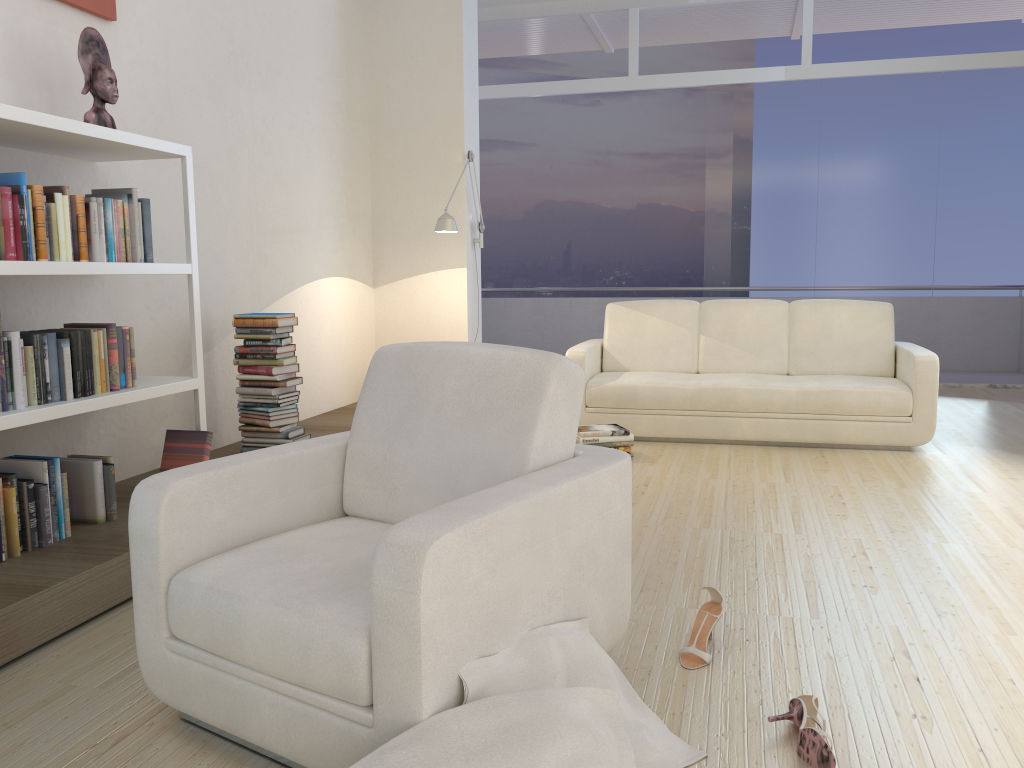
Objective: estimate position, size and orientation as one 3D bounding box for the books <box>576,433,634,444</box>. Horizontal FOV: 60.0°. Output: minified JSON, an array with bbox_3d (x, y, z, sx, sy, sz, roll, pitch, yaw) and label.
[{"bbox_3d":[0.503,0.297,5.082,0.319,0.038,0.247,-2,7,-14],"label":"books"}]

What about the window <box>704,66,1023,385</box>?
[{"bbox_3d":[3.253,-1.367,7.942,2.988,2.706,0.012,1,7,15],"label":"window"}]

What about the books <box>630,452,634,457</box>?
[{"bbox_3d":[0.504,0.396,5.094,0.328,0.018,0.247,-2,7,-10],"label":"books"}]

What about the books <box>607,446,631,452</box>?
[{"bbox_3d":[0.523,0.356,5.089,0.287,0.025,0.247,-1,7,-1],"label":"books"}]

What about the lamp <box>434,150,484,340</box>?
[{"bbox_3d":[-0.370,-0.665,6.025,0.204,1.841,0.891,1,7,10],"label":"lamp"}]

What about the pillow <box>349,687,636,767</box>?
[{"bbox_3d":[-0.043,0.744,1.536,0.712,0.287,0.299,-3,8,-22],"label":"pillow"}]

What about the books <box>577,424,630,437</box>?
[{"bbox_3d":[0.497,0.266,5.076,0.287,0.025,0.247,-2,7,-12],"label":"books"}]

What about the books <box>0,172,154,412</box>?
[{"bbox_3d":[-1.570,-0.326,3.061,0.215,0.743,0.831,1,7,15],"label":"books"}]

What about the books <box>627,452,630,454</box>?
[{"bbox_3d":[0.498,0.378,5.090,0.287,0.018,0.247,-2,7,-12],"label":"books"}]

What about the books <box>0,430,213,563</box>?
[{"bbox_3d":[-1.539,0.366,3.170,0.274,0.281,1.125,2,8,22],"label":"books"}]

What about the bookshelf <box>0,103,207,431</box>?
[{"bbox_3d":[-1.700,-0.166,2.925,0.465,1.396,1.599,1,7,15],"label":"bookshelf"}]

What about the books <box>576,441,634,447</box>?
[{"bbox_3d":[0.504,0.329,5.086,0.328,0.027,0.247,-2,7,-10],"label":"books"}]

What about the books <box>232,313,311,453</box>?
[{"bbox_3d":[-1.199,-0.002,4.418,0.329,0.694,0.270,1,7,15],"label":"books"}]

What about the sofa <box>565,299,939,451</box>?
[{"bbox_3d":[1.490,-0.108,5.731,2.166,0.862,0.941,1,7,15],"label":"sofa"}]

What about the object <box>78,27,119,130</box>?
[{"bbox_3d":[-1.555,-1.128,3.332,0.133,0.409,0.138,-4,8,-28],"label":"object"}]

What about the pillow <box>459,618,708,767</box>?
[{"bbox_3d":[0.105,0.678,1.781,0.312,0.315,0.615,6,9,41],"label":"pillow"}]

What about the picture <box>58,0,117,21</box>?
[{"bbox_3d":[-2.084,-1.721,2.125,0.030,0.794,3.227,1,7,15],"label":"picture"}]

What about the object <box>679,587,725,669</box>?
[{"bbox_3d":[0.525,0.664,2.449,0.089,0.149,0.265,3,8,27],"label":"object"}]

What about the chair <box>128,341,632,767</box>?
[{"bbox_3d":[-0.280,0.326,2.213,0.919,0.828,0.941,4,9,34],"label":"chair"}]

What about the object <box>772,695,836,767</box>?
[{"bbox_3d":[0.636,0.761,1.960,0.121,0.091,0.287,1,7,13],"label":"object"}]
